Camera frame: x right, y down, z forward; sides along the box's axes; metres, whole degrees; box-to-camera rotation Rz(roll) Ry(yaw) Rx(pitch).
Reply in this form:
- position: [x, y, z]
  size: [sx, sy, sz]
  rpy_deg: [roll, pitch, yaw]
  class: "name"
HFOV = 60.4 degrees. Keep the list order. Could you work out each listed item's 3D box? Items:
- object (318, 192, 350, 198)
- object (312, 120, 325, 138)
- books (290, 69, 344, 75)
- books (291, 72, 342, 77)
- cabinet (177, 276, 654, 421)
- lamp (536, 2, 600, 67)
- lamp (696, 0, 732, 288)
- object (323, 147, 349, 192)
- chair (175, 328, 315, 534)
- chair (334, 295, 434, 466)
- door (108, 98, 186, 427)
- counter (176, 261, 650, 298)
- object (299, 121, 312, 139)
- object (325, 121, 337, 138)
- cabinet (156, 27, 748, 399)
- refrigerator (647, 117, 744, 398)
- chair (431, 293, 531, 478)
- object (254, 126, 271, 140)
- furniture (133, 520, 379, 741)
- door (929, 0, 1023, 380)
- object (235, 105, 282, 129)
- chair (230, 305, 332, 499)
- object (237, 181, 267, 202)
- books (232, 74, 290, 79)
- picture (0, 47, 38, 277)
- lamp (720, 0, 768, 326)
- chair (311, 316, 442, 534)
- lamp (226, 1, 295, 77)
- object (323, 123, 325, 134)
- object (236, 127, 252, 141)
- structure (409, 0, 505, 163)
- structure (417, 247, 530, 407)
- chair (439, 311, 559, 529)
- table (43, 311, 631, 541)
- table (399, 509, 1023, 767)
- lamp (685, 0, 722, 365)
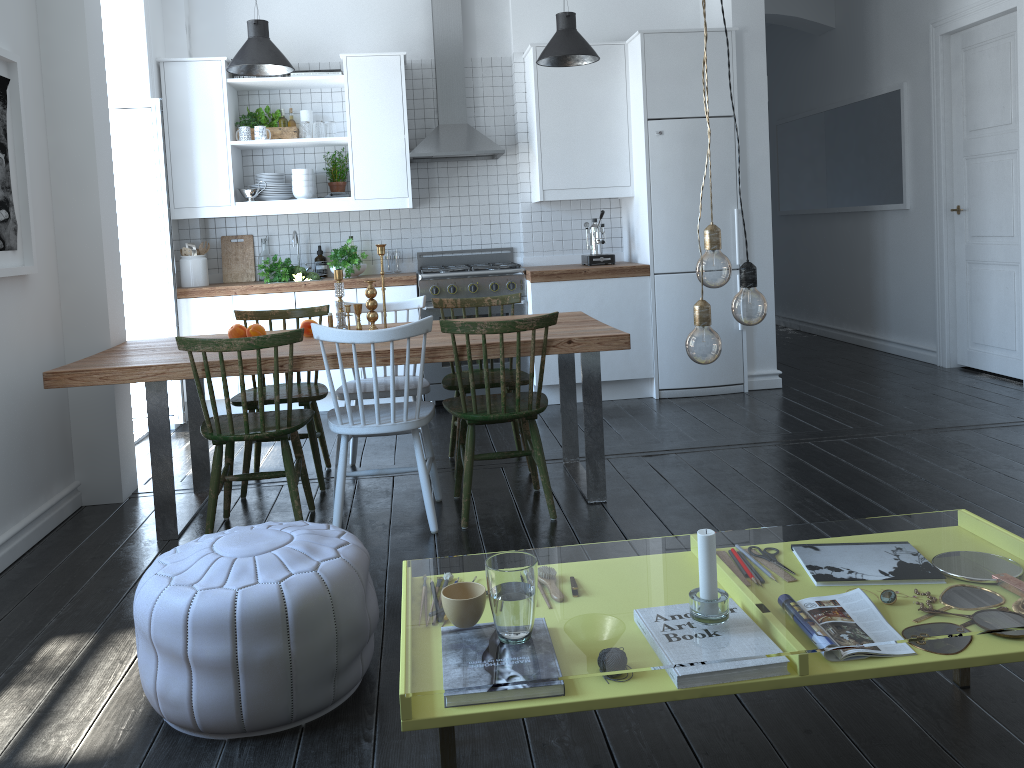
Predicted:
- position: [-1.206, -1.291, 6.042]
  size: [0.246, 0.042, 0.280]
  rpy_deg: [-5, 10, -13]
  class: "object"
- position: [-1.302, -1.707, 5.914]
  size: [0.086, 0.118, 0.087]
  rpy_deg: [-1, 6, 17]
  class: "object"
- position: [-1.335, -2.126, 6.053]
  size: [0.341, 0.015, 0.278]
  rpy_deg: [-4, 10, -5]
  class: "books"
- position: [-1.332, -2.098, 6.046]
  size: [0.350, 0.037, 0.264]
  rpy_deg: [-4, 10, -7]
  class: "books"
- position: [-0.669, -0.279, 6.022]
  size: [3.181, 0.809, 0.737]
  rpy_deg: [-3, 6, 2]
  class: "cabinet"
- position: [0.311, -2.396, 5.243]
  size: [0.385, 0.932, 0.389]
  rpy_deg: [-3, 4, 2]
  class: "lamp"
- position: [0.388, -0.942, 1.811]
  size: [0.074, 1.485, 0.075]
  rpy_deg: [0, 4, 41]
  class: "lamp"
- position: [-1.219, -1.475, 6.167]
  size: [0.165, 0.363, 0.172]
  rpy_deg: [0, 5, 31]
  class: "object"
- position: [-1.015, 0.185, 3.484]
  size: [0.468, 0.821, 0.490]
  rpy_deg: [-4, 5, -8]
  class: "chair"
- position: [-0.625, 0.009, 4.312]
  size: [0.466, 0.835, 0.514]
  rpy_deg: [-3, 5, -6]
  class: "chair"
- position: [-2.384, -0.731, 5.419]
  size: [0.587, 2.010, 0.105]
  rpy_deg: [-4, 3, -12]
  class: "door"
- position: [-0.691, -0.697, 5.938]
  size: [3.101, 0.073, 0.857]
  rpy_deg: [-4, 10, -6]
  class: "counter"
- position: [-1.389, -1.703, 5.920]
  size: [0.086, 0.118, 0.087]
  rpy_deg: [-1, 6, 17]
  class: "object"
- position: [-1.232, -1.721, 5.976]
  size: [0.086, 0.118, 0.086]
  rpy_deg: [-7, 7, -37]
  class: "object"
- position: [-0.389, -1.066, 5.984]
  size: [3.790, 2.354, 0.786]
  rpy_deg: [-3, 4, -2]
  class: "cabinet"
- position: [1.169, -0.865, 6.013]
  size: [0.577, 1.787, 0.686]
  rpy_deg: [-3, 4, -6]
  class: "refrigerator"
- position: [-0.135, -0.014, 4.350]
  size: [0.468, 0.821, 0.490]
  rpy_deg: [-4, 5, -8]
  class: "chair"
- position: [-1.672, -1.676, 5.905]
  size: [0.109, 0.099, 0.083]
  rpy_deg: [-5, 6, -17]
  class: "object"
- position: [-0.659, 0.608, 2.314]
  size: [0.611, 0.416, 0.622]
  rpy_deg: [-5, 8, -12]
  class: "furniture"
- position: [3.149, -1.274, 5.840]
  size: [0.116, 2.455, 1.050]
  rpy_deg: [-3, 4, -6]
  class: "door"
- position: [-1.754, -1.789, 6.066]
  size: [0.348, 0.252, 0.165]
  rpy_deg: [-5, 6, -16]
  class: "object"
- position: [-1.098, 0.057, 4.223]
  size: [0.468, 0.820, 0.490]
  rpy_deg: [-4, 5, -8]
  class: "chair"
- position: [-1.735, -1.283, 5.879]
  size: [0.209, 0.134, 0.103]
  rpy_deg: [-2, 6, 6]
  class: "object"
- position: [-1.699, -2.076, 6.009]
  size: [0.351, 0.043, 0.263]
  rpy_deg: [-4, 10, -4]
  class: "books"
- position: [-1.984, -0.836, 3.269]
  size: [0.083, 0.880, 0.695]
  rpy_deg: [-3, 6, -6]
  class: "picture"
- position: [0.458, -0.863, 1.812]
  size: [0.075, 1.485, 0.086]
  rpy_deg: [-6, 5, -45]
  class: "lamp"
- position: [-0.526, 0.145, 3.521]
  size: [0.466, 0.835, 0.514]
  rpy_deg: [-3, 5, -6]
  class: "chair"
- position: [-2.586, -1.444, 5.019]
  size: [2.702, 2.492, 0.496]
  rpy_deg: [-4, 4, -6]
  class: "lamp"
- position: [-1.314, -1.722, 6.004]
  size: [0.086, 0.118, 0.086]
  rpy_deg: [-7, 7, -37]
  class: "object"
- position: [-1.796, -1.670, 5.908]
  size: [0.083, 0.099, 0.109]
  rpy_deg: [-8, 8, -37]
  class: "object"
- position: [-0.423, -2.206, 6.050]
  size: [0.634, 1.294, 0.533]
  rpy_deg: [-3, 4, -6]
  class: "structure"
- position: [-0.275, -0.409, 6.065]
  size: [0.701, 1.011, 0.729]
  rpy_deg: [-4, 6, -6]
  class: "structure"
- position: [-0.052, 0.112, 3.611]
  size: [0.468, 0.820, 0.490]
  rpy_deg: [-4, 5, -8]
  class: "chair"
- position: [-0.672, 0.147, 3.900]
  size: [2.228, 0.710, 1.030]
  rpy_deg: [-4, 8, -6]
  class: "table"
- position: [0.484, 0.612, 1.844]
  size: [1.401, 0.396, 0.607]
  rpy_deg: [-4, 8, -6]
  class: "table"
- position: [0.363, -0.782, 1.792]
  size: [0.074, 1.485, 0.089]
  rpy_deg: [-2, 4, 18]
  class: "lamp"
